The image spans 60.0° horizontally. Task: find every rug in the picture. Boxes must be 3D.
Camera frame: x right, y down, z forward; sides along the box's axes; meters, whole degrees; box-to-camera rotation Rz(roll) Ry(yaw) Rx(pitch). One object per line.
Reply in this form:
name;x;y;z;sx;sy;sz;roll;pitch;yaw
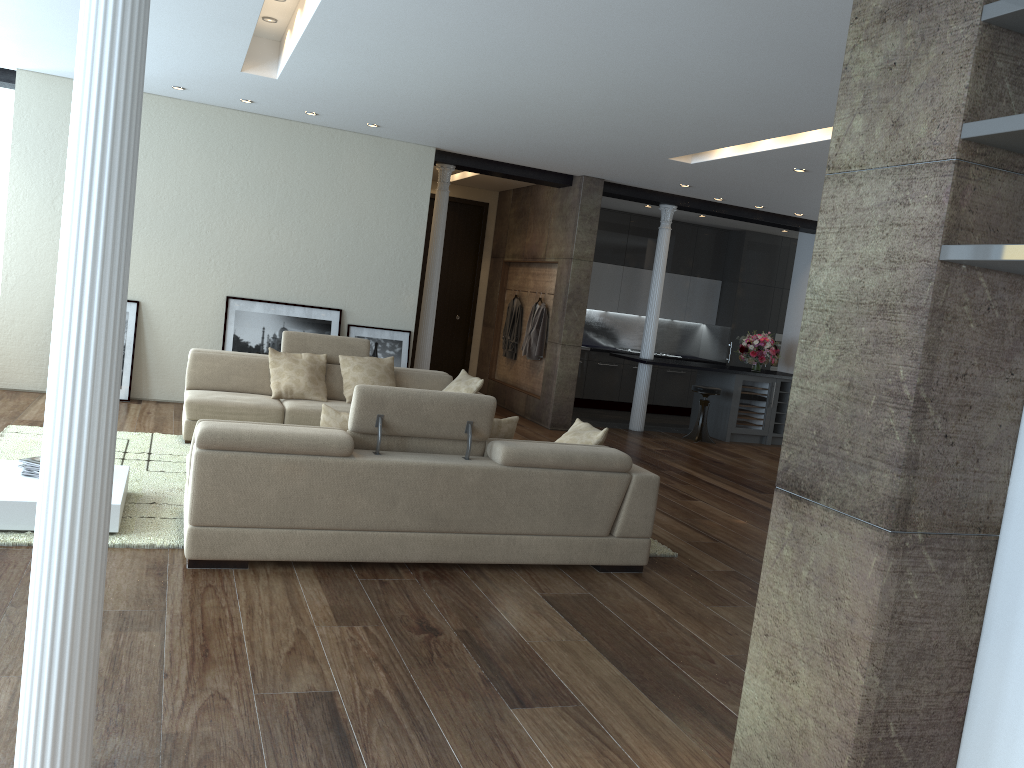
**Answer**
rug;-1.427;0.714;6.269;4.231;0.020;2.972;5;6;-21

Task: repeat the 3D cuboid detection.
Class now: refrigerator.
refrigerator;3.154;0.277;11.595;0.578;0.774;0.075;6;6;-17

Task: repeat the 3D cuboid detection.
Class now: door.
door;-1.031;-1.311;12.998;1.037;2.814;0.246;5;6;-21

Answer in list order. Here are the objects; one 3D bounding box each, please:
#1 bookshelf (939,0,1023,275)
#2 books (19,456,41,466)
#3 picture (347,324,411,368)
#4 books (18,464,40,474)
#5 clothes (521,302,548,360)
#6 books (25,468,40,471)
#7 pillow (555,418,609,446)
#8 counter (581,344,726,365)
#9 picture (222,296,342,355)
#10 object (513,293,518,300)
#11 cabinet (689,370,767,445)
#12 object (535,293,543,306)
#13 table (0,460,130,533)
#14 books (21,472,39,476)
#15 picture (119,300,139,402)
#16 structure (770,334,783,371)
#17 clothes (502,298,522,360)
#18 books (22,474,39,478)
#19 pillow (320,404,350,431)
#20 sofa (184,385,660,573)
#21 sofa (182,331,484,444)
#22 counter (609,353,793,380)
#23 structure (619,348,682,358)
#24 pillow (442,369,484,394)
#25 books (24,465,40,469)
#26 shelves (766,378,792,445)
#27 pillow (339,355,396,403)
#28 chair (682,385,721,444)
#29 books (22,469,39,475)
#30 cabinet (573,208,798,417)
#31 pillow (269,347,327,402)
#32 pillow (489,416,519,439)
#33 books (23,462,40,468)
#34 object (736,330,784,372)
bookshelf;2.207;-0.448;0.143;0.400;0.942;4.804;5;6;-21
books;-2.580;0.432;5.017;0.220;0.010;0.300;9;6;19
picture;-1.473;-0.115;9.630;0.700;0.988;0.195;5;6;-21
books;-2.585;0.470;5.020;0.220;0.010;0.300;10;6;29
clothes;0.290;-0.676;11.313;0.173;0.735;0.700;5;6;-23
books;-2.559;0.464;5.013;0.220;0.010;0.300;8;6;4
pillow;0.367;0.420;5.723;0.395;0.393;0.518;6;6;-18
counter;1.545;-0.427;13.672;3.597;0.223;0.807;5;6;-21
picture;-2.407;-0.273;9.242;1.183;1.140;0.225;5;6;-21
object;0.054;-1.178;12.112;0.010;0.219;0.430;5;6;-21
cabinet;2.970;0.274;11.992;0.642;0.897;0.900;5;6;-21
object;0.357;-1.056;11.271;0.010;0.219;0.430;5;6;-21
table;-2.604;0.606;4.841;0.900;0.170;0.900;5;6;-21
books;-2.587;0.489;5.022;0.220;0.010;0.300;7;6;-1
picture;-4.052;-0.351;8.631;0.700;0.988;0.195;5;6;-21
structure;4.378;-0.525;14.587;0.595;0.596;0.591;5;6;-21
clothes;-0.016;-0.772;12.152;0.141;0.855;0.569;5;6;-21
books;-2.564;0.502;5.017;0.220;0.010;0.300;9;6;14
pillow;-0.840;0.322;5.014;0.519;0.416;0.368;6;6;-17
sofa;-0.511;0.471;5.160;2.581;0.950;1.021;5;6;-21
sofa;-1.535;0.069;7.894;2.581;0.950;1.021;5;6;-21
counter;3.188;-0.173;12.008;3.700;0.040;1.000;5;6;-21
structure;2.135;-0.478;13.839;0.900;0.066;0.520;5;6;-21
pillow;-0.501;0.080;8.041;0.395;0.393;0.518;5;6;-25
books;-2.583;0.451;5.018;0.220;0.010;0.300;7;6;-6
shelves;4.057;0.374;12.413;1.700;0.897;0.900;5;6;-21
pillow;-1.287;-0.039;7.986;0.534;0.439;0.301;5;6;-25
chair;2.820;0.885;7.922;16.134;0.952;21.556;5;6;-21
books;-2.562;0.483;5.015;0.220;0.010;0.300;9;6;14
cabinet;3.409;-0.955;14.281;7.409;2.980;0.827;5;6;-21
pillow;-1.864;-0.080;7.750;0.519;0.416;0.368;5;6;-26
pillow;-0.254;0.366;5.226;0.534;0.439;0.301;6;6;-18
books;-2.557;0.445;5.011;0.220;0.010;0.300;9;6;14
object;3.317;-0.445;11.909;0.544;0.552;0.570;6;6;-15
